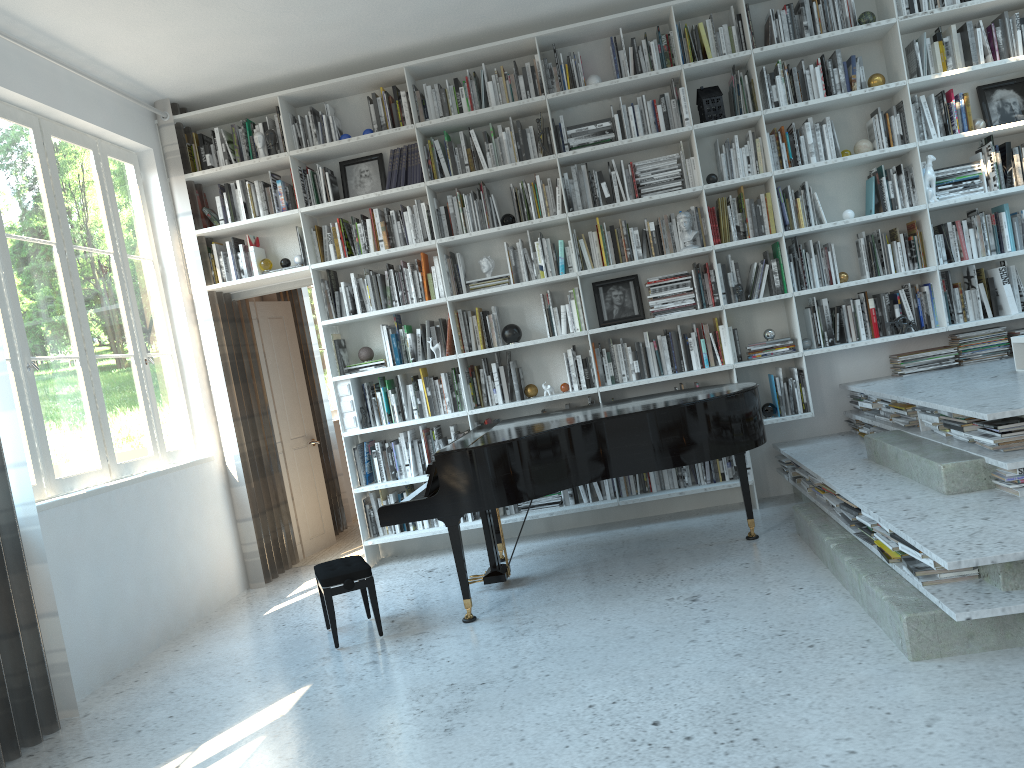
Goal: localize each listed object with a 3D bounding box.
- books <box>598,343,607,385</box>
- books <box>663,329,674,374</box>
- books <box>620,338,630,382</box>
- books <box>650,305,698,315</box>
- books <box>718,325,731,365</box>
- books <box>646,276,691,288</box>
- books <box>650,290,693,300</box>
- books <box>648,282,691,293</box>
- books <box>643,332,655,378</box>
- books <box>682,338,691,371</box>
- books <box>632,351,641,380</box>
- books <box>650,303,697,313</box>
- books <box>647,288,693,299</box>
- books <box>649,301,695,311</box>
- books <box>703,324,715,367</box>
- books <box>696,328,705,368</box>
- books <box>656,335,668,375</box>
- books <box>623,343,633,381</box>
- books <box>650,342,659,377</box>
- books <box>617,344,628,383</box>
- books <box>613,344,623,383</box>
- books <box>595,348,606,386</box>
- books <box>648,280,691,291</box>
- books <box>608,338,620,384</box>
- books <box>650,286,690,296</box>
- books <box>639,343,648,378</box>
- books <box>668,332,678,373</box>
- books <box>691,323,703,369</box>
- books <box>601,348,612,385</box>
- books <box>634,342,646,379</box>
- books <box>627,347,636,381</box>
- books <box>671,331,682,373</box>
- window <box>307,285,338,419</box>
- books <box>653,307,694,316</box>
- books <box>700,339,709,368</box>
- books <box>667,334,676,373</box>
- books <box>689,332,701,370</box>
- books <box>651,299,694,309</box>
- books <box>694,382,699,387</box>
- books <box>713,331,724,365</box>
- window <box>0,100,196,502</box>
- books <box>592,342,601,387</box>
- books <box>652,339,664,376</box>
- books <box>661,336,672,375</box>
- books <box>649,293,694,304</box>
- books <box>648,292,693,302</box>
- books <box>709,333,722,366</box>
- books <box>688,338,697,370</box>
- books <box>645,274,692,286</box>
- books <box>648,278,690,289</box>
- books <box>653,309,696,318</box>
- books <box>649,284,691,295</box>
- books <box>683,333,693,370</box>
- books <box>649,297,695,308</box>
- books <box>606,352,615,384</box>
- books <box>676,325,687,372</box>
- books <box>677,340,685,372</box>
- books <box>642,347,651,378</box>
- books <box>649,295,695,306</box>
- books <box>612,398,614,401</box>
[{"bbox_3d":[0.588,-0.130,5.727,0.011,0.275,0.145,-10,2,7],"label":"books"},{"bbox_3d":[1.004,-0.210,5.687,0.014,0.286,0.134,-10,2,7],"label":"books"},{"bbox_3d":[0.724,-0.157,5.700,0.013,0.282,0.166,-10,2,7],"label":"books"},{"bbox_3d":[1.027,-0.471,5.650,0.285,0.012,0.159,-10,2,2],"label":"books"},{"bbox_3d":[1.338,-0.249,5.613,0.033,0.246,0.176,-10,2,7],"label":"books"},{"bbox_3d":[0.996,-0.649,5.650,0.285,0.012,0.159,-10,2,9],"label":"books"},{"bbox_3d":[1.010,-0.565,5.647,0.254,0.012,0.160,-10,2,2],"label":"books"},{"bbox_3d":[1.002,-0.613,5.647,0.254,0.012,0.160,-10,2,3],"label":"books"},{"bbox_3d":[0.879,-0.190,5.689,0.026,0.292,0.151,-10,2,7],"label":"books"},{"bbox_3d":[1.107,-0.188,5.654,0.024,0.207,0.183,-10,2,7],"label":"books"},{"bbox_3d":[0.796,-0.120,5.686,0.029,0.184,0.174,-10,2,7],"label":"books"},{"bbox_3d":[1.026,-0.483,5.659,0.285,0.012,0.159,-10,2,6],"label":"books"},{"bbox_3d":[1.008,-0.577,5.646,0.285,0.012,0.159,-10,2,12],"label":"books"},{"bbox_3d":[1.023,-0.495,5.649,0.285,0.012,0.159,-10,2,12],"label":"books"},{"bbox_3d":[1.246,-0.246,5.639,0.026,0.272,0.175,-10,2,7],"label":"books"},{"bbox_3d":[1.197,-0.229,5.659,0.014,0.256,0.145,-10,2,7],"label":"books"},{"bbox_3d":[0.963,-0.187,5.696,0.025,0.255,0.136,-10,2,7],"label":"books"},{"bbox_3d":[0.747,-0.143,5.717,0.021,0.244,0.141,-10,2,7],"label":"books"},{"bbox_3d":[0.911,-0.160,5.696,0.025,0.220,0.140,-10,2,7],"label":"books"},{"bbox_3d":[0.709,-0.136,5.707,0.027,0.246,0.179,-10,2,7],"label":"books"},{"bbox_3d":[0.686,-0.133,5.727,0.024,0.248,0.132,-10,2,7],"label":"books"},{"bbox_3d":[0.573,-0.111,5.737,0.029,0.244,0.154,-10,2,7],"label":"books"},{"bbox_3d":[1.000,-0.625,5.649,0.254,0.012,0.160,-10,2,4],"label":"books"},{"bbox_3d":[0.658,-0.150,5.736,0.027,0.291,0.140,-10,2,7],"label":"books"},{"bbox_3d":[1.007,-0.589,5.650,0.254,0.012,0.160,-10,2,10],"label":"books"},{"bbox_3d":[0.843,-0.152,5.695,0.013,0.230,0.138,-10,2,7],"label":"books"},{"bbox_3d":[1.027,-0.201,5.667,0.010,0.261,0.181,-10,2,7],"label":"books"},{"bbox_3d":[1.179,-0.245,5.652,0.014,0.294,0.137,-10,2,7],"label":"books"},{"bbox_3d":[0.610,-0.112,5.715,0.027,0.234,0.167,-10,2,7],"label":"books"},{"bbox_3d":[0.820,-0.152,5.688,0.029,0.238,0.165,-10,2,7],"label":"books"},{"bbox_3d":[0.768,-0.132,5.693,0.023,0.217,0.174,-10,2,7],"label":"books"},{"bbox_3d":[1.044,-0.205,5.658,0.028,0.264,0.161,-10,2,7],"label":"books"},{"bbox_3d":[-1.851,-0.647,8.669,0.073,2.010,1.981,-10,2,7],"label":"window"},{"bbox_3d":[1.030,-0.460,5.658,0.254,0.012,0.160,-10,2,9],"label":"books"},{"bbox_3d":[1.218,-0.195,5.633,0.023,0.183,0.169,-10,2,7],"label":"books"},{"bbox_3d":[1.018,-0.195,5.680,0.011,0.252,0.158,-10,2,7],"label":"books"},{"bbox_3d":[1.164,-0.212,5.644,0.023,0.234,0.174,-10,2,7],"label":"books"},{"bbox_3d":[1.021,-0.507,5.650,0.254,0.012,0.160,-10,2,2],"label":"books"},{"bbox_3d":[1.190,0.134,5.606,0.015,0.293,0.169,-10,2,7],"label":"books"},{"bbox_3d":[1.309,-0.228,5.623,0.011,0.216,0.166,-10,2,7],"label":"books"},{"bbox_3d":[-2.324,-0.450,4.737,0.073,2.010,1.981,-10,2,7],"label":"window"},{"bbox_3d":[0.549,-0.128,5.742,0.012,0.285,0.159,-10,2,7],"label":"books"},{"bbox_3d":[0.935,-0.172,5.685,0.031,0.237,0.158,-10,2,7],"label":"books"},{"bbox_3d":[0.985,-0.185,5.667,0.026,0.245,0.191,-10,2,7],"label":"books"},{"bbox_3d":[1.015,-0.542,5.655,0.285,0.012,0.159,-10,2,9],"label":"books"},{"bbox_3d":[1.012,-0.553,5.647,0.285,0.012,0.159,-10,2,12],"label":"books"},{"bbox_3d":[1.284,-0.222,5.625,0.042,0.212,0.169,-10,2,7],"label":"books"},{"bbox_3d":[1.144,-0.193,5.648,0.023,0.204,0.167,-10,2,7],"label":"books"},{"bbox_3d":[0.993,-0.660,5.643,0.285,0.012,0.159,-10,2,2],"label":"books"},{"bbox_3d":[0.997,-0.637,5.646,0.254,0.012,0.160,-10,2,3],"label":"books"},{"bbox_3d":[1.032,-0.447,5.654,0.254,0.012,0.160,-10,2,3],"label":"books"},{"bbox_3d":[1.004,-0.601,5.650,0.254,0.012,0.160,-10,2,4],"label":"books"},{"bbox_3d":[1.125,-0.205,5.661,0.014,0.235,0.154,-10,2,7],"label":"books"},{"bbox_3d":[1.020,-0.518,5.660,0.285,0.012,0.159,-10,2,7],"label":"books"},{"bbox_3d":[0.638,-0.105,5.724,0.024,0.208,0.169,-10,2,7],"label":"books"},{"bbox_3d":[1.082,-0.229,5.657,0.012,0.297,0.177,-10,2,7],"label":"books"},{"bbox_3d":[1.075,-0.180,5.671,0.021,0.203,0.128,-10,2,7],"label":"books"},{"bbox_3d":[0.862,-0.138,5.681,0.023,0.196,0.165,-10,2,7],"label":"books"},{"bbox_3d":[1.018,-0.530,5.657,0.285,0.012,0.159,-10,2,8],"label":"books"},{"bbox_3d":[0.669,0.232,5.675,0.012,0.285,0.137,-10,2,7],"label":"books"}]
